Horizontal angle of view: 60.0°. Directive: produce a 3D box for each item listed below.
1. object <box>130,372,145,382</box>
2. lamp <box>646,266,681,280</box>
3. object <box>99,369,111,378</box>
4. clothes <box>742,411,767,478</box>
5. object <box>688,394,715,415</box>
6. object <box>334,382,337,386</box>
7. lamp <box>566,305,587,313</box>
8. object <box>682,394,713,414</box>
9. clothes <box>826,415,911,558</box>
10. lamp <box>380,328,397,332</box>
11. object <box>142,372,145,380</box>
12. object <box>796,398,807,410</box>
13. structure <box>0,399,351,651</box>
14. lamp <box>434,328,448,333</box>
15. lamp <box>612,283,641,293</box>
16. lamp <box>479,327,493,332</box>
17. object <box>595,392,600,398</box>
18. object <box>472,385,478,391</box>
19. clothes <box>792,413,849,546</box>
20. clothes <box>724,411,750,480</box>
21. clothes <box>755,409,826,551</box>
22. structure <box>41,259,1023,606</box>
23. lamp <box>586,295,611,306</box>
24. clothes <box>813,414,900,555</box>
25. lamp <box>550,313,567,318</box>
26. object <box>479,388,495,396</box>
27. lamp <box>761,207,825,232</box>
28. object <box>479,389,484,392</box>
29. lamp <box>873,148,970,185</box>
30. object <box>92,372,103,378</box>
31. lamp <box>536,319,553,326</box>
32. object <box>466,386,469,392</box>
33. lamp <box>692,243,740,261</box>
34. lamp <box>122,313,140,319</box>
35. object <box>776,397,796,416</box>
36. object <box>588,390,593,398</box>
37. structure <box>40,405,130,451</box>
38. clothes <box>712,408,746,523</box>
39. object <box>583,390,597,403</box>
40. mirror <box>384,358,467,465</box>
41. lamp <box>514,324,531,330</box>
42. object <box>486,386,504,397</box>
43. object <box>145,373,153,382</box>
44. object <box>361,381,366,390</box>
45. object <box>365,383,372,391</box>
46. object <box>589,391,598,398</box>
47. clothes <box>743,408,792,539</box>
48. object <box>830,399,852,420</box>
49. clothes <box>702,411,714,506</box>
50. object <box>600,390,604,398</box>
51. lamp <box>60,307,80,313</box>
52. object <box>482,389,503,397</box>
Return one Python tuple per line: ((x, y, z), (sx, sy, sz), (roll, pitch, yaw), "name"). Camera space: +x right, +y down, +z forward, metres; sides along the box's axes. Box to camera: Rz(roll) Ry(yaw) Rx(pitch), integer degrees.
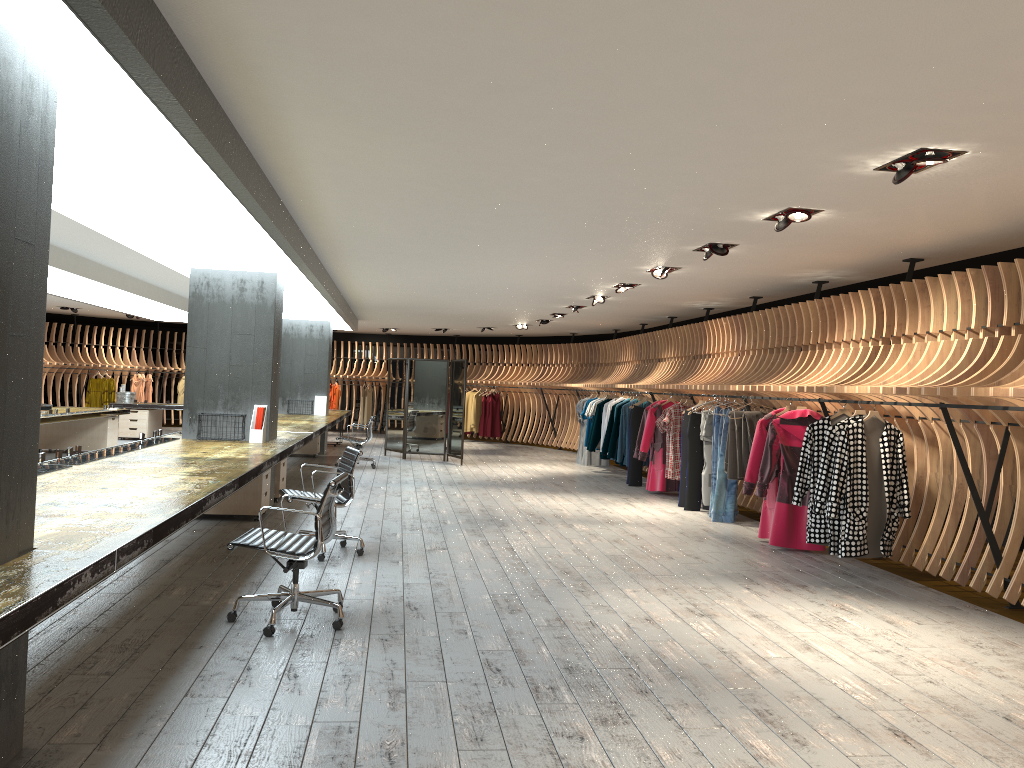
((-9.411, -0.204, 22.284), (0.525, 0.270, 0.012), (2, -1, 28), "object")
((1.653, -1.287, 9.668), (0.269, 0.284, 0.492), (3, 0, -7), "lamp")
((-9.963, -0.226, 21.735), (0.525, 0.270, 0.012), (2, -1, 23), "object")
((2.674, 0.680, 9.689), (0.336, 0.776, 0.254), (2, -1, 8), "clothes")
((2.442, 0.260, 10.986), (0.525, 0.270, 0.012), (3, -1, -7), "object")
((-4.753, 0.003, 23.923), (0.012, 0.270, 0.525), (3, -1, -27), "object")
((1.045, -1.293, 14.414), (0.269, 0.286, 0.492), (3, 0, -7), "lamp")
((2.406, 0.260, 11.196), (0.525, 0.270, 0.012), (2, -1, 33), "object")
((2.894, 0.832, 7.139), (0.772, 1.161, 0.191), (3, -1, -17), "clothes")
((-3.088, -1.436, 22.374), (0.493, 0.292, 0.269), (2, -1, 25), "lamp")
((-9.322, -0.200, 22.363), (0.012, 0.270, 0.525), (3, -1, -37), "object")
((2.747, 0.266, 8.406), (0.525, 0.270, 0.012), (2, -1, 23), "object")
((-4.860, 0.837, 10.517), (4.835, 0.844, 18.472), (2, 0, -7), "structure")
((-1.704, -1.379, 21.598), (0.493, 0.294, 0.269), (2, -1, 38), "lamp")
((1.450, -1.283, 11.250), (0.269, 0.296, 0.492), (3, 0, -7), "lamp")
((-0.572, -1.336, 20.487), (0.269, 0.292, 0.493), (3, -1, -40), "lamp")
((1.670, 0.251, 17.025), (0.525, 0.270, 0.012), (3, -1, -22), "object")
((-0.942, 0.158, 22.502), (0.525, 0.270, 0.012), (3, -1, -7), "object")
((2.828, 0.831, 7.651), (0.773, 1.161, 0.191), (2, -1, 13), "clothes")
((2.530, 0.681, 9.846), (0.278, 0.767, 0.263), (2, -1, 0), "clothes")
((2.738, 0.890, 8.411), (0.840, 1.312, 0.321), (2, -1, 22), "clothes")
((-3.657, 0.007, 6.581), (14.880, 2.440, 36.548), (2, 0, -7), "structure")
((1.247, -1.283, 12.832), (0.269, 0.301, 0.492), (3, 0, -7), "lamp")
((2.878, 0.832, 7.363), (0.773, 1.161, 0.191), (3, -1, -7), "clothes")
((0.842, -1.292, 15.995), (0.269, 0.294, 0.492), (3, 0, -7), "lamp")
((-0.593, 0.176, 22.200), (0.525, 0.270, 0.012), (3, -1, -32), "object")
((2.058, -1.277, 6.505), (0.269, 0.294, 0.492), (3, 0, -7), "lamp")
((-0.778, 0.164, 22.352), (0.012, 0.270, 0.525), (2, -1, 33), "object")
((2.261, -1.274, 4.923), (0.269, 0.295, 0.492), (3, 0, -7), "lamp")
((-10.077, -0.232, 21.592), (0.525, 0.270, 0.012), (2, -1, 23), "object")
((0.637, -1.296, 17.577), (0.269, 0.291, 0.492), (3, 0, -12), "lamp")
((-1.179, 0.153, 22.691), (0.525, 0.270, 0.012), (3, -1, -42), "object")
((1.855, -1.281, 8.086), (0.269, 0.291, 0.492), (3, 0, -7), "lamp")
((-8.937, -1.689, 21.030), (0.269, 0.297, 0.492), (2, -1, 43), "lamp")
((2.741, 0.267, 8.730), (0.525, 0.270, 0.012), (2, -1, 13), "object")
((1.593, 0.249, 17.473), (0.525, 0.270, 0.012), (2, -1, 8), "object")
((-6.708, 0.758, 10.498), (1.162, 0.844, 10.449), (3, 0, -7), "structure")
((2.474, 1.028, 10.124), (0.373, 1.537, 0.312), (2, -1, 4), "clothes")
((1.629, 0.249, 17.194), (0.525, 0.270, 0.012), (2, -1, 8), "object")
((-1.605, 0.473, 16.535), (2.112, 1.893, 0.443), (2, -1, 34), "mirror")
((0.229, -1.309, 19.116), (0.269, 0.287, 0.493), (3, -1, -27), "lamp")
((-0.405, 0.183, 22.018), (0.525, 0.270, 0.012), (3, -1, -32), "object")
((-9.187, -0.194, 22.455), (0.012, 0.270, 0.525), (4, -1, -42), "object")
((-3.961, 0.039, 23.831), (0.012, 0.270, 0.525), (2, 0, 8), "object")
((-3.831, 0.045, 23.830), (0.012, 0.270, 0.525), (2, 0, 13), "object")
((1.604, 0.249, 17.329), (0.525, 0.270, 0.012), (3, -1, -17), "object")
((2.700, 0.889, 8.697), (0.840, 1.312, 0.321), (2, -1, 12), "clothes")
((2.874, 0.268, 7.679), (0.525, 0.270, 0.012), (2, -1, 13), "object")
((2.410, 0.891, 10.665), (0.278, 1.141, 0.172), (2, -1, 0), "clothes")
((1.707, 0.252, 16.720), (0.525, 0.270, 0.012), (2, -1, 18), "object")
((-9.845, -1.735, 19.728), (0.269, 0.293, 0.492), (2, -1, 25), "lamp")
((-0.472, 0.181, 22.093), (0.525, 0.270, 0.012), (3, -1, -7), "object")
